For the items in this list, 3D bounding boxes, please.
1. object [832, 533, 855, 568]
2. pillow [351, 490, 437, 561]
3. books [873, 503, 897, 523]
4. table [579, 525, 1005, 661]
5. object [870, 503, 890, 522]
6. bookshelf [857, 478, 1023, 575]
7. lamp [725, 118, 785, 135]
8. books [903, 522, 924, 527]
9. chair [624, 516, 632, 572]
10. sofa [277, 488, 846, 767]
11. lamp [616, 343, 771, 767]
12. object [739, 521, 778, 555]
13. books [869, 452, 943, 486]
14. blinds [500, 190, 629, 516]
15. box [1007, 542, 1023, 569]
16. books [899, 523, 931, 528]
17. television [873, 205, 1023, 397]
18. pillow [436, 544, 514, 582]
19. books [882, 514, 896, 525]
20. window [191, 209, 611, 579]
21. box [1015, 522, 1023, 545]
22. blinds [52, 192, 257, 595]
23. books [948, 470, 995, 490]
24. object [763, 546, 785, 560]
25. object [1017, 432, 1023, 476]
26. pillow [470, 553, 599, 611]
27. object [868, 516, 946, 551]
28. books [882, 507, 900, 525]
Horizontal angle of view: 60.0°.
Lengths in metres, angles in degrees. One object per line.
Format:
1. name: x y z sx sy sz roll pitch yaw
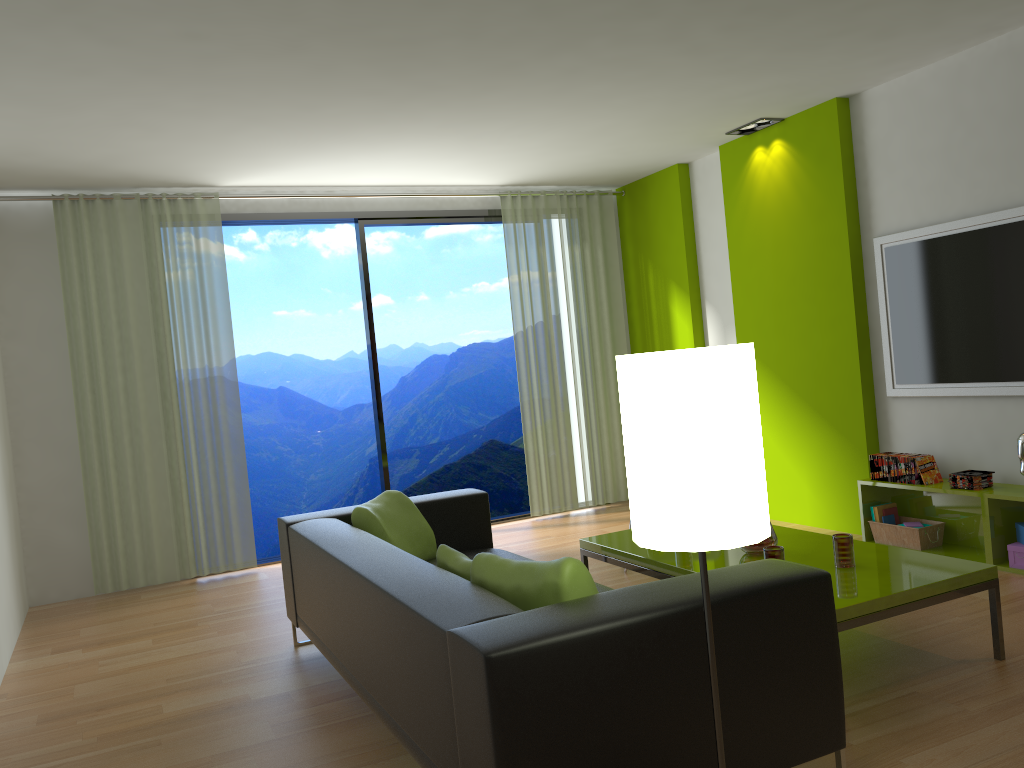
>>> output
1. object: 1.281 0.645 3.426 0.075 0.122 0.076 -5 2 31
2. pillow: -0.555 0.686 4.061 0.269 0.362 0.399 -5 1 24
3. books: 2.169 0.798 5.120 0.158 0.202 0.051 -6 1 -25
4. table: 1.067 0.889 3.826 0.810 0.349 1.682 -6 1 -25
5. object: 2.159 0.799 5.142 0.158 0.200 0.040 -6 1 -25
6. bookshelf: 2.506 0.718 4.485 0.306 0.378 1.630 -6 1 -25
7. lamp: 1.573 -1.735 5.774 0.192 0.131 0.352 -6 1 -25
8. books: 2.243 0.786 4.956 0.087 0.008 0.110 -5 1 15
9. chair: 0.966 0.661 5.197 0.640 0.759 0.546 -5 1 14
10. sofa: -0.086 0.870 3.314 1.061 0.639 2.583 -6 1 -25
11. lamp: 0.420 0.546 1.868 0.302 1.244 0.295 -6 1 -25
12. object: 1.029 0.520 3.768 0.168 0.400 0.168 -7 2 -39
13. books: 2.208 0.473 4.975 0.147 0.150 0.370 -6 1 -25
14. blinds: 0.479 -0.277 7.169 1.012 2.568 0.067 -6 1 -25
15. box: 2.536 0.836 4.326 0.202 0.116 0.135 -6 2 -30
16. books: 2.254 0.802 4.941 0.143 0.025 0.182 -6 1 -25
17. television: 2.494 -0.406 4.521 0.028 0.941 1.537 -6 1 -25
18. pillow: -0.086 0.687 2.881 0.164 0.317 0.380 -7 2 -41
19. books: 2.165 0.827 5.078 0.086 0.148 0.025 -6 1 -25
20. window: -0.845 -0.057 6.802 3.336 2.498 0.219 -6 1 -25
21. box: 2.535 0.731 4.319 0.102 0.093 0.138 -5 1 10
22. blinds: -2.339 0.026 5.865 1.012 2.568 0.067 -6 1 -25
23. books: 2.382 0.499 4.605 0.164 0.078 0.172 -6 1 -26
24. object: 0.988 0.676 3.331 0.076 0.122 0.075 -5 1 10
25. object: 2.531 0.385 4.324 0.107 0.305 0.107 -5 2 32
26. pillow: 0.089 0.663 2.529 0.210 0.403 0.457 -7 2 -39
27. object: 2.227 0.840 4.999 0.213 0.129 0.367 -6 1 -25
28. books: 2.190 0.806 5.105 0.105 0.182 0.031 -6 1 -25
